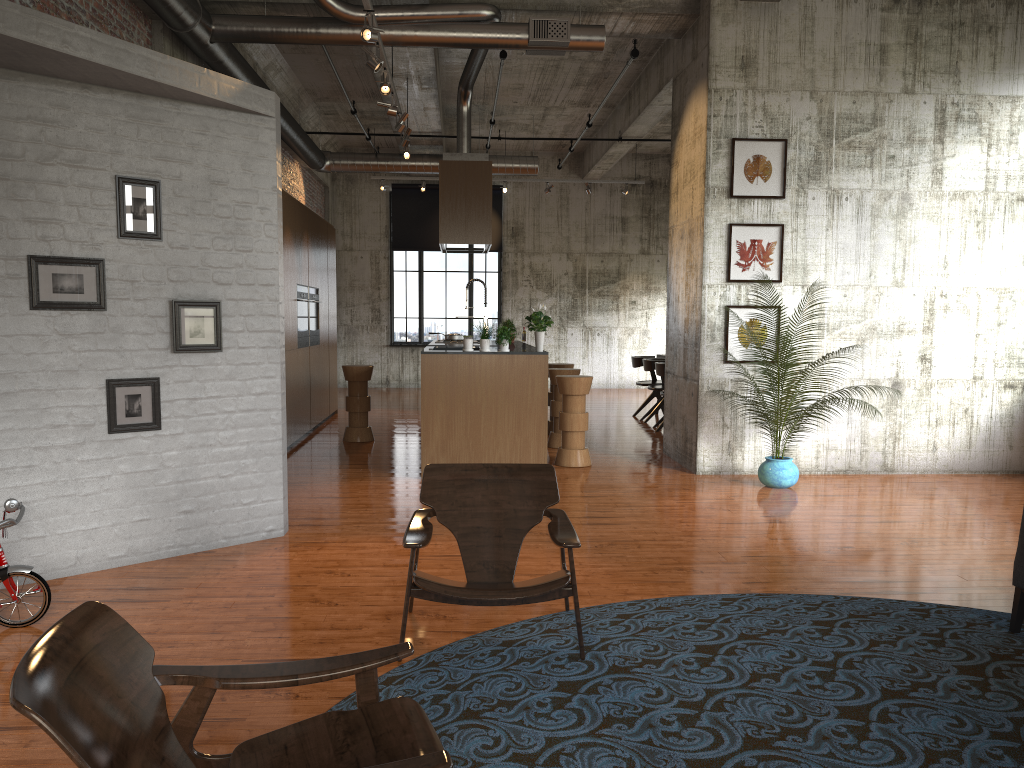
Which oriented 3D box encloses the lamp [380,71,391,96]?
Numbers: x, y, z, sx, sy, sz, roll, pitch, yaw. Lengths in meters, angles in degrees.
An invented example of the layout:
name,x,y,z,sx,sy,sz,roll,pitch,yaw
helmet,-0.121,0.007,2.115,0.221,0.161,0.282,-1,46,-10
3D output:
name,x,y,z,sx,sy,sz,roll,pitch,yaw
lamp,-1.156,-2.738,8.087,0.102,0.241,0.182,0,5,-8

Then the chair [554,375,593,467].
name,x,y,z,sx,sy,sz,roll,pitch,yaw
chair,0.672,0.397,9.648,0.409,0.966,0.410,-2,6,-24

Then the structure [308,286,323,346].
name,x,y,z,sx,sy,sz,roll,pitch,yaw
structure,-2.703,-0.933,12.244,0.079,0.797,0.857,0,5,-3

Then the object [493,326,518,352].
name,x,y,z,sx,sy,sz,roll,pitch,yaw
object,-0.074,-0.448,8.739,0.236,0.258,0.231,4,6,35

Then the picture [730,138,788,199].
name,x,y,z,sx,sy,sz,roll,pitch,yaw
picture,2.454,-2.142,8.815,0.555,0.582,0.036,0,6,-3

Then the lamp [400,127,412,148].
name,x,y,z,sx,sy,sz,roll,pitch,yaw
lamp,-1.276,-2.929,10.593,0.165,0.252,0.102,5,8,41

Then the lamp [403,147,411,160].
name,x,y,z,sx,sy,sz,roll,pitch,yaw
lamp,-1.351,-2.983,11.381,0.102,0.216,0.225,0,5,-7

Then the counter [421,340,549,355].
name,x,y,z,sx,sy,sz,roll,pitch,yaw
counter,-0.393,-0.390,10.814,1.245,0.175,4.349,0,4,-3

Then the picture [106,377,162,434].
name,x,y,z,sx,sy,sz,roll,pitch,yaw
picture,-2.382,0.134,5.593,0.329,0.342,0.015,-4,8,-43

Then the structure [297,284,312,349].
name,x,y,z,sx,sy,sz,roll,pitch,yaw
structure,-2.650,-0.866,11.351,0.079,0.797,0.857,0,5,-3

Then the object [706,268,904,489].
name,x,y,z,sx,sy,sz,roll,pitch,yaw
object,2.697,-0.025,8.288,1.888,2.070,1.508,2,6,19

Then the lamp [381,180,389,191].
name,x,y,z,sx,sy,sz,roll,pitch,yaw
lamp,-2.539,-3.919,17.541,0.102,0.212,0.260,4,6,31

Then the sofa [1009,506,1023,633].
name,x,y,z,sx,sy,sz,roll,pitch,yaw
sofa,3.246,0.971,3.092,1.362,0.864,2.995,0,4,-2

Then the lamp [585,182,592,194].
name,x,y,z,sx,sy,sz,roll,pitch,yaw
lamp,1.533,-3.904,17.738,0.102,0.252,0.165,6,8,41

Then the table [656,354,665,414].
name,x,y,z,sx,sy,sz,roll,pitch,yaw
table,3.341,0.141,13.197,1.638,1.009,3.691,0,4,-3

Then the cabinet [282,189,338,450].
name,x,y,z,sx,sy,sz,roll,pitch,yaw
cabinet,-3.130,-0.826,11.779,0.860,3.054,5.326,0,5,-3

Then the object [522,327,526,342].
name,x,y,z,sx,sy,sz,roll,pitch,yaw
object,0.170,-0.699,12.454,0.056,0.209,0.055,0,6,-3

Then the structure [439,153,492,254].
name,x,y,z,sx,sy,sz,roll,pitch,yaw
structure,-0.628,-2.381,11.895,0.663,1.129,1.624,0,5,-3

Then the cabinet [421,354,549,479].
name,x,y,z,sx,sy,sz,roll,pitch,yaw
cabinet,-0.397,0.169,10.873,1.245,1.247,4.347,0,4,-3

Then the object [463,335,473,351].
name,x,y,z,sx,sy,sz,roll,pitch,yaw
object,-0.435,-0.403,8.768,0.107,0.158,0.107,4,6,31

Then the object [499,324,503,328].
name,x,y,z,sx,sy,sz,roll,pitch,yaw
object,-0.084,-0.746,12.531,0.221,0.284,0.210,1,5,5

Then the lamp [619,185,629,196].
name,x,y,z,sx,sy,sz,roll,pitch,yaw
lamp,2.277,-3.900,17.834,0.225,0.216,0.102,4,7,37

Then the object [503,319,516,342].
name,x,y,z,sx,sy,sz,roll,pitch,yaw
object,-0.027,-0.724,12.052,0.179,0.312,0.172,1,6,2

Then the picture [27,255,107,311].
name,x,y,z,sx,sy,sz,roll,pitch,yaw
picture,-2.632,-0.595,5.259,0.426,0.317,0.015,-4,8,-43

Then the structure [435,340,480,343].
name,x,y,z,sx,sy,sz,roll,pitch,yaw
structure,-0.696,-0.583,12.073,0.678,0.019,1.093,0,4,-3

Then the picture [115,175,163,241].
name,x,y,z,sx,sy,sz,roll,pitch,yaw
picture,-2.319,-1.091,5.521,0.277,0.382,0.015,-5,8,-45

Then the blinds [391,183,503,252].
name,x,y,z,sx,sy,sz,roll,pitch,yaw
blinds,-1.428,-3.665,19.585,2.443,1.469,0.150,0,6,-3

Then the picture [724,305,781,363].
name,x,y,z,sx,sy,sz,roll,pitch,yaw
picture,2.441,-0.502,8.990,0.555,0.582,0.036,0,6,-3

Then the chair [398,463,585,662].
name,x,y,z,sx,sy,sz,roll,pitch,yaw
chair,-0.107,0.868,4.446,0.875,0.796,1.040,0,5,-2

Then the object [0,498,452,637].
name,x,y,z,sx,sy,sz,roll,pitch,yaw
object,0.856,0.563,9.781,8.768,0.659,20.770,0,4,-3

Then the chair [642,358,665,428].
name,x,y,z,sx,sy,sz,roll,pitch,yaw
chair,2.347,0.130,13.331,0.769,0.996,0.875,0,5,-4

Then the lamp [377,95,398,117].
name,x,y,z,sx,sy,sz,roll,pitch,yaw
lamp,-1.227,-2.800,8.922,0.260,0.212,0.101,0,6,-8

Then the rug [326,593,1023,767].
name,x,y,z,sx,sy,sz,roll,pitch,yaw
rug,1.529,1.406,2.763,4.839,0.009,4.839,4,6,43

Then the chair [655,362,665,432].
name,x,y,z,sx,sy,sz,roll,pitch,yaw
chair,2.367,0.209,12.277,0.769,0.996,0.875,0,5,-7

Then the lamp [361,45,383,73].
name,x,y,z,sx,sy,sz,roll,pitch,yaw
lamp,-1.142,-2.678,7.318,0.199,0.229,0.101,1,6,7

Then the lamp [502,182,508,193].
name,x,y,z,sx,sy,sz,roll,pitch,yaw
lamp,-0.147,-3.910,17.688,0.102,0.212,0.260,0,5,-8

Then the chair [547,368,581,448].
name,x,y,z,sx,sy,sz,roll,pitch,yaw
chair,0.642,0.296,10.987,0.409,0.966,0.410,-2,6,-24

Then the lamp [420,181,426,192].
name,x,y,z,sx,sy,sz,roll,pitch,yaw
lamp,-1.761,-3.915,17.602,0.102,0.229,0.198,1,5,7

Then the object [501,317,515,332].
name,x,y,z,sx,sy,sz,roll,pitch,yaw
object,-0.048,-0.770,12.290,0.196,0.369,0.186,5,7,36

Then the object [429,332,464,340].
name,x,y,z,sx,sy,sz,roll,pitch,yaw
object,-0.924,-0.656,12.224,0.330,0.121,0.728,3,5,32

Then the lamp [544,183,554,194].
name,x,y,z,sx,sy,sz,roll,pitch,yaw
lamp,0.725,-3.902,17.697,0.102,0.215,0.247,-5,7,-43

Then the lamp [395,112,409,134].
name,x,y,z,sx,sy,sz,roll,pitch,yaw
lamp,-1.224,-2.867,9.773,0.165,0.252,0.101,3,6,21

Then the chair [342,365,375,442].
name,x,y,z,sx,sy,sz,roll,pitch,yaw
chair,-1.977,0.245,11.399,0.410,0.966,0.408,3,7,27

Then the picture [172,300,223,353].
name,x,y,z,sx,sy,sz,roll,pitch,yaw
picture,-2.063,-0.379,5.822,0.329,0.342,0.015,-4,8,-43

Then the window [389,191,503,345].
name,x,y,z,sx,sy,sz,roll,pitch,yaw
window,-5.371,-3.372,20.796,14.318,8.595,2.659,0,6,-3

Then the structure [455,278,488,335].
name,x,y,z,sx,sy,sz,roll,pitch,yaw
structure,-0.424,-0.754,9.466,0.360,0.752,0.167,0,6,-3

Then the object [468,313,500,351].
name,x,y,z,sx,sy,sz,roll,pitch,yaw
object,-0.276,-0.512,8.743,0.305,0.383,0.361,4,6,31

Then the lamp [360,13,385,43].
name,x,y,z,sx,sy,sz,roll,pitch,yaw
lamp,-1.043,-2.622,6.551,0.102,0.212,0.260,3,6,27

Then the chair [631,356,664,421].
name,x,y,z,sx,sy,sz,roll,pitch,yaw
chair,2.293,0.063,14.225,0.769,0.996,0.875,0,5,-3

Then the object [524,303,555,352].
name,x,y,z,sx,sy,sz,roll,pitch,yaw
object,0.271,-0.570,8.797,0.268,0.504,0.303,5,7,39

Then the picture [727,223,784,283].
name,x,y,z,sx,sy,sz,roll,pitch,yaw
picture,2.447,-1.314,8.903,0.555,0.582,0.036,0,6,-3

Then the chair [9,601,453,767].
name,x,y,z,sx,sy,sz,roll,pitch,yaw
chair,-0.670,1.023,2.311,1.043,0.796,0.872,-1,5,-13

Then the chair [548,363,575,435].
name,x,y,z,sx,sy,sz,roll,pitch,yaw
chair,0.652,0.203,12.245,0.409,0.966,0.410,-2,6,-24
